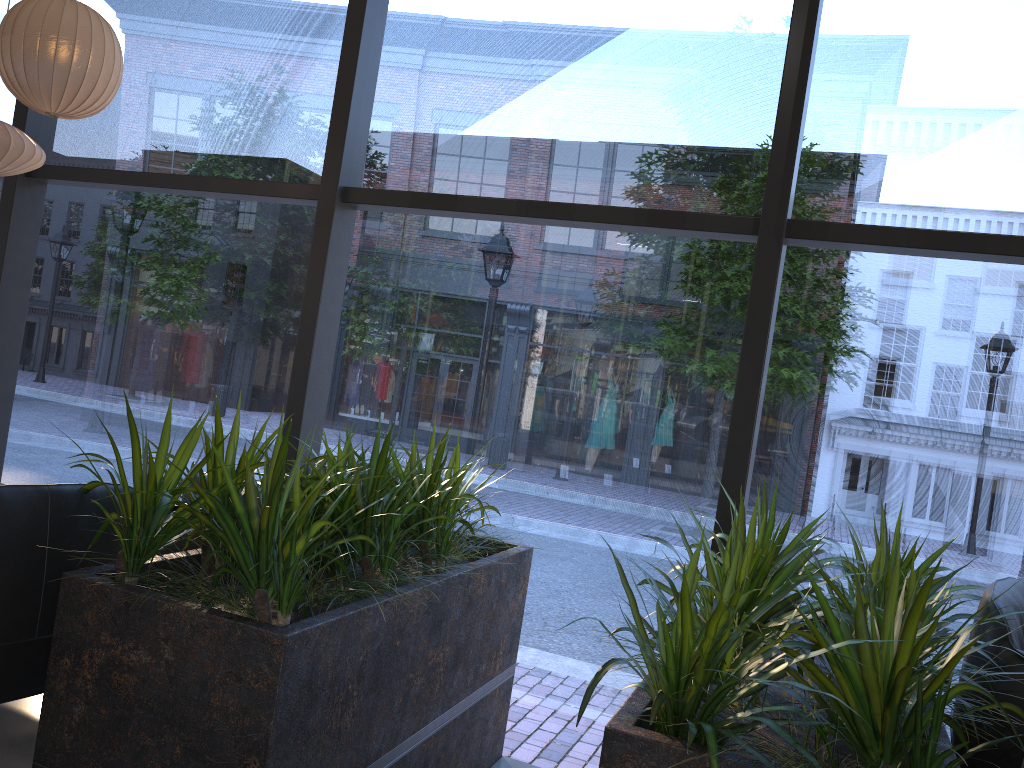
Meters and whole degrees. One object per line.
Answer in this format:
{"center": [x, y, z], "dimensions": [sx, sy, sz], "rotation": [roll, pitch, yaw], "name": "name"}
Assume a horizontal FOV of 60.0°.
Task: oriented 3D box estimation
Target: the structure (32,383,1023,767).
{"center": [-5.574, 0.087, 0.029], "dimensions": [15.715, 1.608, 4.306], "rotation": [9, 0, -31], "name": "structure"}

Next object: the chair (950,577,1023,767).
{"center": [1.787, 1.041, 2.644], "dimensions": [0.833, 0.743, 1.030], "rotation": [8, 0, 35], "name": "chair"}

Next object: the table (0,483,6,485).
{"center": [-2.348, 0.906, 0.366], "dimensions": [10.659, 0.968, 6.876], "rotation": [9, 0, 21], "name": "table"}

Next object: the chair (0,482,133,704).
{"center": [-1.634, 0.595, 2.604], "dimensions": [0.833, 0.743, 1.030], "rotation": [9, 0, 27], "name": "chair"}

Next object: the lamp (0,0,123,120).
{"center": [-1.724, -2.676, 0.391], "dimensions": [0.468, 3.124, 6.999], "rotation": [9, 0, 1], "name": "lamp"}

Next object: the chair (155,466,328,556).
{"center": [-1.233, 0.663, 3.715], "dimensions": [0.833, 0.743, 1.030], "rotation": [9, 0, 6], "name": "chair"}

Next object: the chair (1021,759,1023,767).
{"center": [1.339, 1.044, 1.500], "dimensions": [0.833, 0.743, 1.030], "rotation": [9, 0, 6], "name": "chair"}
